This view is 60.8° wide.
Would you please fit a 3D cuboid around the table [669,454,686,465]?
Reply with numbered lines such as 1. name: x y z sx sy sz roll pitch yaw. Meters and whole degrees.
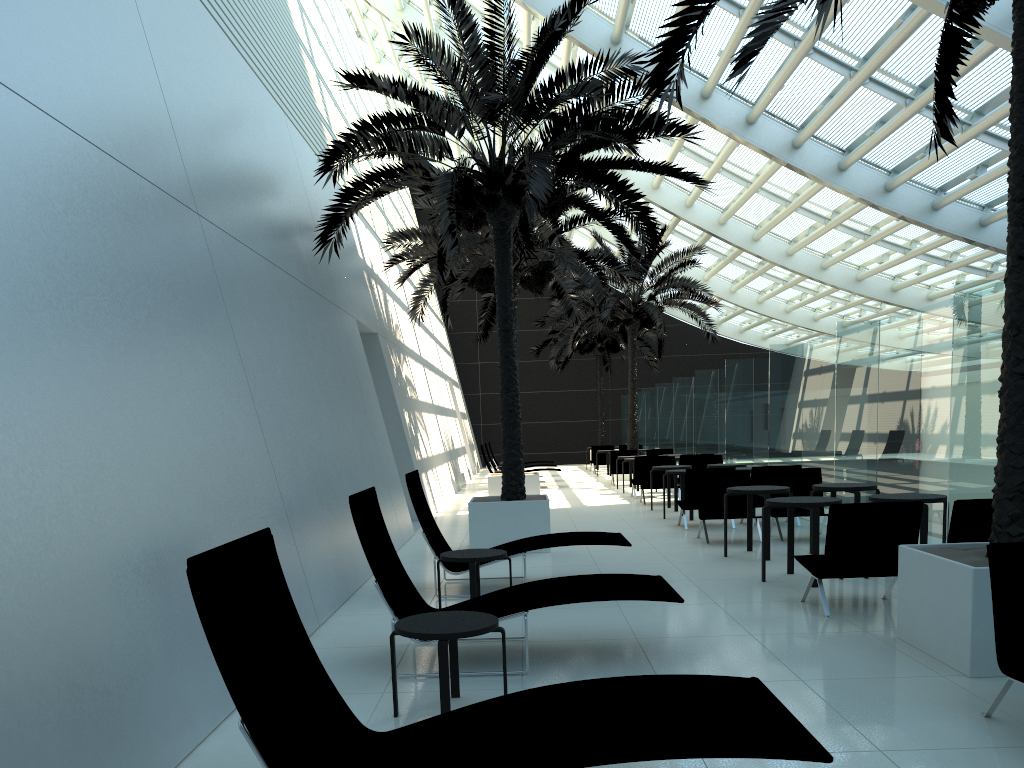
1. table: 3.878 2.105 21.071 0.679 0.790 0.673 0 4 39

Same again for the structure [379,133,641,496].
1. structure: -0.159 -1.031 16.786 4.283 6.975 4.580 1 5 34

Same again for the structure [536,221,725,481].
1. structure: 3.282 -0.832 24.138 4.819 7.103 4.390 -2 5 -6

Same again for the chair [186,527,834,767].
1. chair: 0.015 1.115 3.238 2.036 1.171 0.912 -2 4 1

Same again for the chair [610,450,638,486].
1. chair: 2.929 2.148 22.355 0.716 0.897 0.878 -2 2 1

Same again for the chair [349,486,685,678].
1. chair: 0.045 1.248 5.807 2.036 1.171 0.912 -2 4 1

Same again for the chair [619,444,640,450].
1. chair: 3.961 2.495 29.718 0.716 0.897 0.878 -2 2 1

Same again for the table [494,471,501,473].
1. table: -0.146 2.393 21.435 0.553 0.523 0.549 0 3 39

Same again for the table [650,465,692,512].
1. table: 2.845 1.851 15.488 0.679 0.790 0.673 0 4 39

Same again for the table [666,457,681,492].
1. table: 3.853 2.032 19.643 0.678 0.790 0.673 1 4 43

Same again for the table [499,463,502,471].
1. table: -0.085 2.662 26.651 0.553 0.523 0.549 0 3 43

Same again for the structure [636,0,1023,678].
1. structure: 3.066 -1.817 5.024 4.824 7.102 4.386 -1 5 19

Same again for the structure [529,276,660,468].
1. structure: 3.402 -0.414 32.269 4.440 7.101 4.768 -4 5 -21

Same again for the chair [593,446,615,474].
1. chair: 2.995 2.441 28.038 0.716 0.897 0.878 -2 2 1

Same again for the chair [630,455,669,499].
1. chair: 2.899 1.948 18.476 0.716 0.897 0.878 -2 2 1

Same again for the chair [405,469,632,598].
1. chair: 0.075 1.380 8.375 2.036 1.171 0.912 -2 4 1

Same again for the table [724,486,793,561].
1. table: 2.779 1.561 9.854 0.679 0.790 0.673 0 4 39

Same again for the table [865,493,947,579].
1. table: 3.721 1.443 8.224 0.678 0.790 0.673 1 4 43

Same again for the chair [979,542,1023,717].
1. chair: 2.716 1.199 3.936 0.716 0.897 0.878 -2 2 1

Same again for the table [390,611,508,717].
1. table: -0.340 1.530 4.694 0.553 0.523 0.549 0 3 43

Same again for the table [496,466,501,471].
1. table: -0.116 2.526 24.003 0.553 0.523 0.549 0 3 43

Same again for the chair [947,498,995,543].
1. chair: 3.698 1.326 7.042 0.716 0.897 0.878 -2 2 1

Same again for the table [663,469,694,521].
1. table: 2.819 1.776 14.024 0.678 0.790 0.673 1 4 43

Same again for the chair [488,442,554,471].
1. chair: 0.299 2.380 27.764 2.036 1.171 0.912 -2 4 1

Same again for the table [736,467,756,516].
1. table: 3.788 1.741 14.009 0.678 0.790 0.673 1 4 43

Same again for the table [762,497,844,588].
1. table: 2.752 1.478 8.240 0.678 0.790 0.673 1 4 43

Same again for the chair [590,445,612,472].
1. chair: 3.029 2.528 29.733 0.716 0.897 0.878 -2 2 1

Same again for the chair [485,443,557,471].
1. chair: 0.269 2.243 25.116 2.036 1.171 0.912 -2 4 1

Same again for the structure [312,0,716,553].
1. structure: -0.022 -1.317 10.796 4.624 6.914 4.240 -4 5 -21

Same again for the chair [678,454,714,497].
1. chair: 3.831 1.915 18.461 0.716 0.897 0.878 -2 2 1

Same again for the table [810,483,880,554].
1. table: 3.748 1.526 9.839 0.679 0.790 0.673 0 4 39

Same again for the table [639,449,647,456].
1. table: 3.944 2.397 26.729 0.679 0.790 0.673 0 4 39

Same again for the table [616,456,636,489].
1. table: 2.909 2.140 21.087 0.679 0.790 0.673 0 4 39

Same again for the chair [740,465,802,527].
1. chair: 3.765 1.624 12.827 0.716 0.897 0.878 -2 2 1

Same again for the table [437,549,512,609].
1. table: -0.310 1.663 7.262 0.553 0.523 0.549 0 3 43

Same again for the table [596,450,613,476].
1. table: 2.975 2.431 26.745 0.679 0.790 0.673 0 4 39

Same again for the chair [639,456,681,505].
1. chair: 2.864 1.861 16.781 0.716 0.897 0.878 -2 2 1

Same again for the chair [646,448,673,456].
1. chair: 3.861 2.115 22.341 0.716 0.897 0.878 -2 2 1

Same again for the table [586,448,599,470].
1. table: 3.014 2.647 30.915 0.674 0.790 0.677 -5 4 -42

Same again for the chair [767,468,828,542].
1. chair: 3.731 1.537 11.120 0.716 0.897 0.878 -2 2 1

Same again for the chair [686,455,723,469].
1. chair: 3.796 1.828 16.767 0.716 0.897 0.878 -2 2 1

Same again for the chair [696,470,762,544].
1. chair: 2.799 1.570 11.135 0.716 0.897 0.878 -2 2 1

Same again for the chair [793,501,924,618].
1. chair: 2.766 1.359 7.057 0.716 0.897 0.878 -2 2 1

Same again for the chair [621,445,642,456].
1. chair: 3.927 2.408 28.023 0.716 0.897 0.878 -2 2 1

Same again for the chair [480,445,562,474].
1. chair: 0.239 2.111 22.547 2.036 1.171 0.912 -2 4 1

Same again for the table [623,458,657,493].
1. table: 2.884 2.066 19.658 0.678 0.790 0.673 1 4 43

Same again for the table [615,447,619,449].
1. table: 3.983 2.612 30.900 0.674 0.790 0.677 -5 4 -42

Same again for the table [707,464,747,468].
1. table: 3.814 1.816 15.472 0.679 0.790 0.673 0 4 39

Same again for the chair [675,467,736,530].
1. chair: 2.833 1.657 12.842 0.716 0.897 0.878 -2 2 1
